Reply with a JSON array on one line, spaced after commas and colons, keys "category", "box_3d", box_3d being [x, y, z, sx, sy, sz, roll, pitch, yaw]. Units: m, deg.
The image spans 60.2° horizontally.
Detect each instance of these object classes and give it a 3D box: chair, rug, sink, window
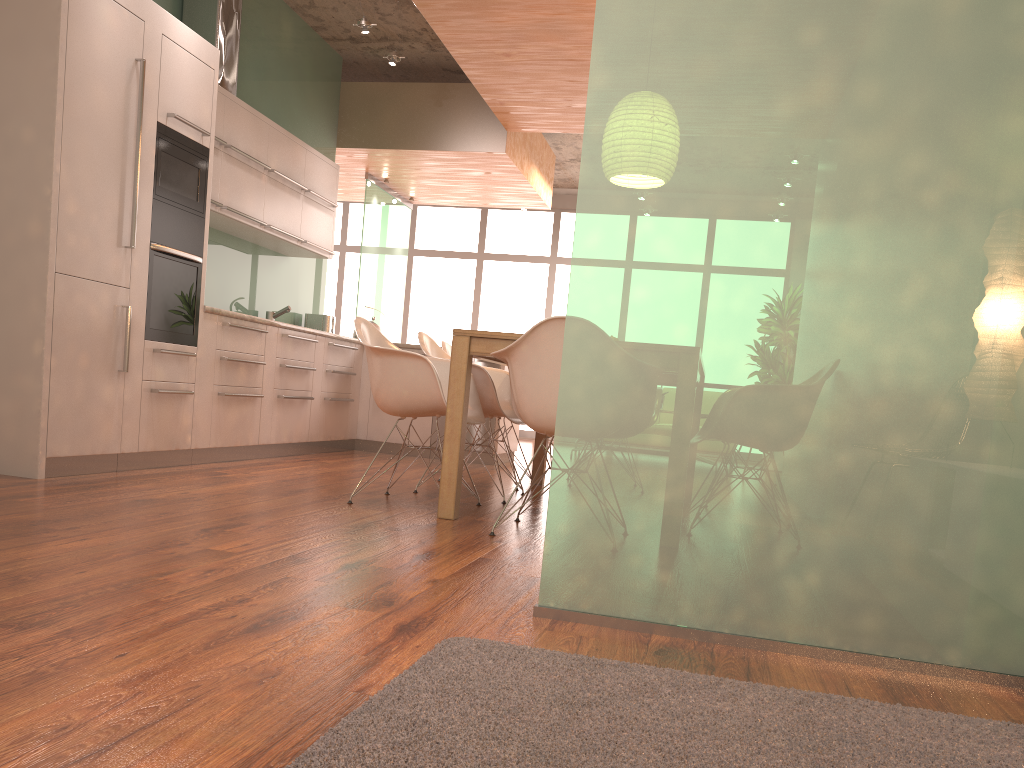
[{"category": "chair", "box_3d": [0.231, 0.191, 3.574, 0.684, 0.867, 0.639, 6, 3, 8]}, {"category": "rug", "box_3d": [0.254, 0.578, 0.774, 1.278, 0.009, 2.065, 5, -1, 13]}, {"category": "sink", "box_3d": [-1.663, -0.412, 6.875, 0.616, 0.385, 0.640, 5, 1, 13]}, {"category": "chair", "box_3d": [-0.228, 0.169, 4.831, 0.642, 0.867, 0.681, 6, 3, 8]}, {"category": "chair", "box_3d": [-0.159, 0.187, 5.539, 0.642, 0.867, 0.681, 6, 3, 8]}, {"category": "chair", "box_3d": [-0.454, 0.131, 4.175, 0.642, 0.854, 0.681, 6, 2, 8]}, {"category": "window", "box_3d": [-0.506, -0.980, 12.195, 8.555, 3.304, 0.062, 5, 4, 13]}]

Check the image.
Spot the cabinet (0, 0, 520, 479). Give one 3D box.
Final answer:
[{"category": "cabinet", "box_3d": [-1.259, -0.625, 5.763, 1.913, 2.288, 4.229, 6, 0, 13]}]

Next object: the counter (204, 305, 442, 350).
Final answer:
[{"category": "counter", "box_3d": [-0.457, -0.943, 6.167, 3.214, 1.356, 3.057, 5, 0, 13]}]

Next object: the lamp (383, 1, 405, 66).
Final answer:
[{"category": "lamp", "box_3d": [-0.865, -2.620, 6.584, 0.153, 0.474, 0.102, 4, 5, -19]}]

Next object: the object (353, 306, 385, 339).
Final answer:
[{"category": "object", "box_3d": [-1.211, -0.501, 7.483, 0.261, 0.307, 0.261, 7, 3, 29]}]

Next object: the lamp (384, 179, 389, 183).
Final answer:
[{"category": "lamp", "box_3d": [-1.246, -2.265, 8.900, 0.103, 0.474, 0.152, 4, 4, -15]}]

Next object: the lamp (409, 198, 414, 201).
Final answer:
[{"category": "lamp", "box_3d": [-1.076, -2.237, 9.640, 0.103, 0.474, 0.152, 4, 4, -15]}]

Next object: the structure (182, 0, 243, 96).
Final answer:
[{"category": "structure", "box_3d": [-1.900, -2.401, 5.612, 0.255, 1.141, 0.260, 6, 4, 13]}]

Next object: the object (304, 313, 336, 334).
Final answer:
[{"category": "object", "box_3d": [-1.649, -0.490, 7.596, 0.237, 0.203, 0.152, 6, 3, 13]}]

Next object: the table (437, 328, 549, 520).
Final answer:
[{"category": "table", "box_3d": [0.443, 0.253, 4.653, 1.025, 0.814, 2.066, 6, 0, 13]}]

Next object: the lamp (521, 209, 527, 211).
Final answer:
[{"category": "lamp", "box_3d": [0.183, -2.439, 11.151, 0.199, 0.486, 0.133, 4, 4, -20]}]

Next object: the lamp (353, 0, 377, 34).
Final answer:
[{"category": "lamp", "box_3d": [-0.992, -2.641, 6.031, 0.153, 0.474, 0.102, 4, 5, -19]}]
